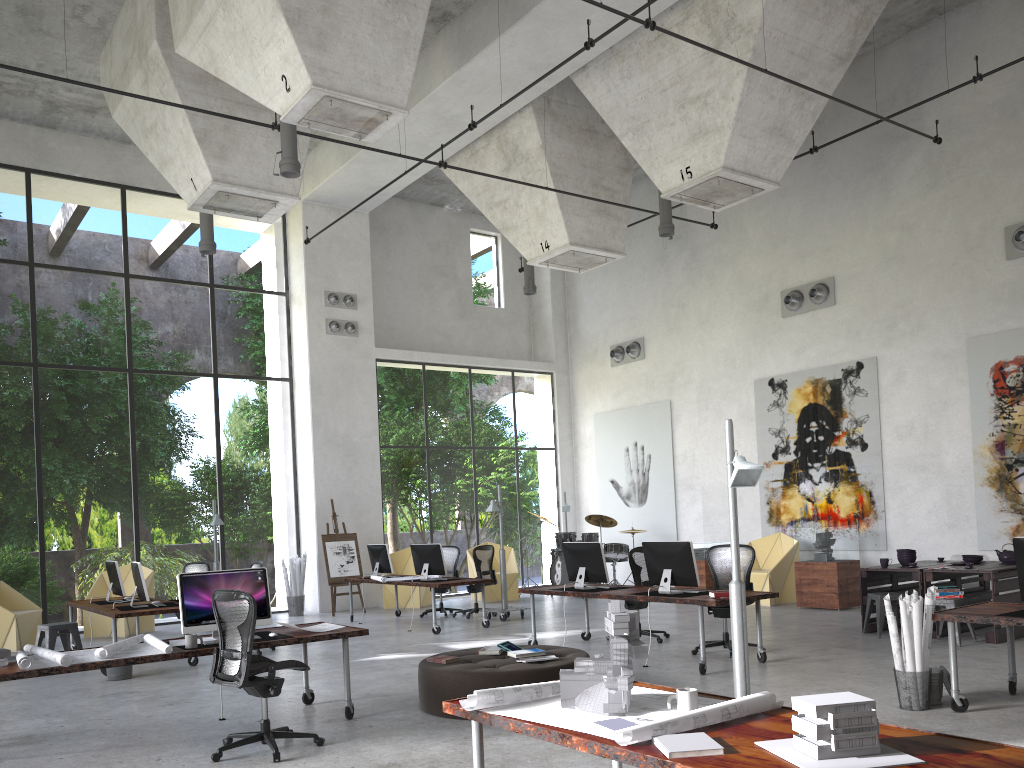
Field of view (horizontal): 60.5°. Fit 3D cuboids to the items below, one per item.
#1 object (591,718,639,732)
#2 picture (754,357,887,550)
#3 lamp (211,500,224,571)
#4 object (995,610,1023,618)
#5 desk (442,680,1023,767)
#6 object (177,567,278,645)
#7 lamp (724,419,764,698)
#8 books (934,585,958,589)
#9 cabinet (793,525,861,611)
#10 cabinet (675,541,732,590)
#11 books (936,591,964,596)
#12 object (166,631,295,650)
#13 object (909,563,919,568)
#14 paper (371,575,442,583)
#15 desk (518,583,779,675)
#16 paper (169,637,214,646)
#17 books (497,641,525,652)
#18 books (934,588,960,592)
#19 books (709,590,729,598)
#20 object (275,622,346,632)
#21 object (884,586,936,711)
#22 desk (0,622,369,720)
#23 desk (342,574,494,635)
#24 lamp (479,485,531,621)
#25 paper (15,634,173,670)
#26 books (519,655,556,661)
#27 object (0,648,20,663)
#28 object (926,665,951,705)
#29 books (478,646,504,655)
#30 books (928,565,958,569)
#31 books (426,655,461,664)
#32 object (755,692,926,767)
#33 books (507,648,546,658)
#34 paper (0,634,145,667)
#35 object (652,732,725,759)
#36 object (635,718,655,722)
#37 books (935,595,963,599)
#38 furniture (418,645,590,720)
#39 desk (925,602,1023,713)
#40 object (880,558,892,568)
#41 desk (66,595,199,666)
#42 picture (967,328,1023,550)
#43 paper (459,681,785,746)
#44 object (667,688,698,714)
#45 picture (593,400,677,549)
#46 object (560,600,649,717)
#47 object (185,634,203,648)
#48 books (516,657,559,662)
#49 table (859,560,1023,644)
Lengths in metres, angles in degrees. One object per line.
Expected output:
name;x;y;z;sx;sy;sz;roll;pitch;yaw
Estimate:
object;0.427;1.371;3.525;0.134;0.008;0.206;1;-10;-24
picture;5.055;1.255;14.602;0.020;3.005;2.374;-2;-4;-36
lamp;-4.907;2.992;14.581;0.578;2.144;0.599;-2;-2;-36
object;3.986;1.624;6.177;0.687;0.008;0.857;3;-11;-34
desk;0.978;1.655;3.175;0.974;0.719;3.161;2;-9;-36
object;-2.266;1.767;7.026;0.714;0.550;0.380;1;-5;-34
lamp;1.431;1.296;5.586;0.579;2.144;0.599;-2;-2;-11
books;4.764;2.234;9.647;0.204;0.025;0.145;-4;-9;10
cabinet;4.821;2.803;13.441;0.593;1.250;0.749;-1;-3;-36
cabinet;3.411;3.328;15.631;0.743;1.009;0.741;0;-5;-36
books;4.766;2.294;9.644;0.284;0.033;0.200;-2;-9;-5
object;-2.252;2.049;7.018;0.849;0.008;0.695;3;-11;-34
object;4.750;2.140;10.382;0.117;0.056;0.138;-9;-10;39
paper;-1.700;3.068;14.041;1.074;0.104;0.987;2;-10;-26
desk;1.383;2.661;9.774;0.974;0.719;3.161;2;-9;-36
paper;-2.503;2.059;7.046;0.484;0.001;0.434;2;-10;-25
books;-0.009;2.357;7.839;0.206;0.102;0.145;-9;-9;39
books;4.761;2.263;9.648;0.255;0.032;0.176;-5;-9;15
books;2.094;2.061;8.624;0.285;0.052;0.205;-2;-8;-4
object;-1.703;2.029;7.394;0.470;0.085;0.440;3;-10;-32
object;3.044;2.000;6.669;0.319;0.933;0.343;-2;-2;-18
desk;-2.718;2.384;6.748;3.130;0.720;0.983;3;-9;-36
desk;-1.544;3.433;13.848;0.974;0.719;3.161;2;-9;-36
lamp;-0.157;2.677;14.007;0.595;2.144;0.582;-2;-2;-36
paper;-3.082;1.958;6.463;1.076;0.104;0.986;4;-11;-36
books;0.212;2.292;7.343;0.301;0.040;0.222;-3;-9;-1
object;-3.899;1.860;6.258;0.437;0.303;0.738;-9;-10;43
object;3.258;2.327;6.838;0.397;0.297;0.297;-3;-5;7
books;-0.179;2.387;7.877;0.198;0.035;0.287;-4;-9;10
books;4.940;2.097;10.071;0.305;0.030;0.224;-6;-9;21
books;-0.586;2.360;7.527;0.175;0.032;0.256;6;-12;-44
object;1.102;1.171;3.006;0.389;0.181;0.421;-1;-8;-11
books;0.126;2.333;7.611;0.284;0.033;0.200;1;-9;-23
paper;-3.291;1.954;6.349;0.891;0.103;1.951;-3;-9;2
object;0.630;1.300;3.163;0.200;0.023;0.238;-2;-9;-5
object;0.555;1.374;3.588;0.127;0.010;0.011;-10;-9;39
books;4.768;2.328;9.643;0.285;0.035;0.199;-4;-9;10
furniture;-0.058;2.574;7.653;1.508;0.426;1.524;3;-10;-34
desk;4.422;1.871;5.608;0.964;0.719;3.162;2;-9;-36
object;4.495;2.154;10.566;0.101;0.109;0.130;2;-7;-44
desk;-4.987;3.217;11.415;0.964;0.719;3.162;2;-9;-36
picture;7.219;0.690;11.620;0.020;3.006;2.236;-2;-3;-36
paper;0.461;1.385;3.840;0.977;0.104;1.085;5;-12;-40
object;0.722;1.339;3.700;0.122;0.100;0.088;-2;-4;-7
picture;2.592;2.015;18.740;0.020;3.005;2.356;-2;-4;-36
object;0.389;1.205;3.865;0.361;0.518;0.497;-3;-5;-1
object;-2.413;1.946;6.656;0.122;0.100;0.088;-2;-4;-7
books;0.213;2.295;7.317;0.300;0.031;0.222;1;-9;-21
table;5.319;2.555;10.501;1.506;0.791;1.617;2;-9;-36
